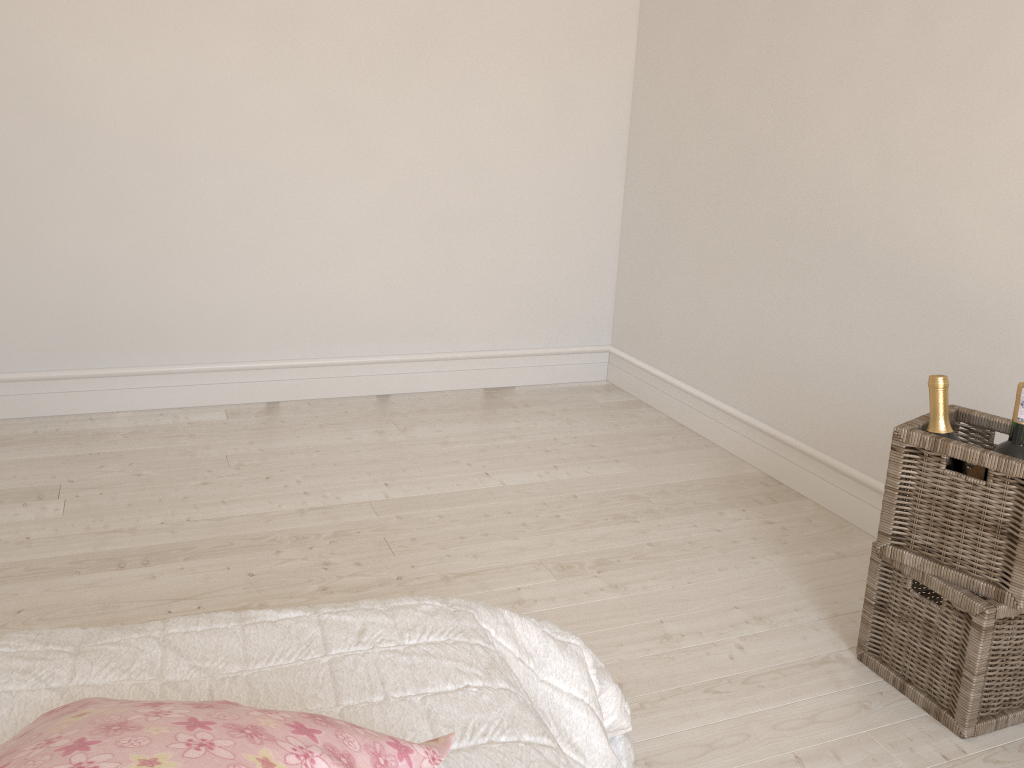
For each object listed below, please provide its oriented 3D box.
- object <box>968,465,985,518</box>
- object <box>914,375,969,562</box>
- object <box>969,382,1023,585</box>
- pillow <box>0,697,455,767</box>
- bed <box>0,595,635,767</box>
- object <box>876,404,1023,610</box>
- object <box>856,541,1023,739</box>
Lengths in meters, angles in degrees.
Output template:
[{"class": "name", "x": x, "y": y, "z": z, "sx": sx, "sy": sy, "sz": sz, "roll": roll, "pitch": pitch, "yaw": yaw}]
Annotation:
[{"class": "object", "x": 0.991, "y": 0.179, "z": 1.766, "sx": 0.286, "sy": 0.326, "sz": 0.096, "roll": 10, "pitch": 13, "yaw": 26}, {"class": "object", "x": 0.854, "y": 0.166, "z": 1.731, "sx": 0.095, "sy": 0.354, "sz": 0.129, "roll": -7, "pitch": 16, "yaw": -42}, {"class": "object", "x": 0.933, "y": 0.182, "z": 1.647, "sx": 0.095, "sy": 0.370, "sz": 0.097, "roll": 2, "pitch": 12, "yaw": -7}, {"class": "pillow", "x": -0.252, "y": 0.317, "z": 0.578, "sx": 0.353, "sy": 0.198, "sz": 0.402, "roll": 6, "pitch": 15, "yaw": 8}, {"class": "bed", "x": -0.552, "y": 0.644, "z": 0.304, "sx": 2.213, "sy": 0.619, "sz": 1.994, "roll": -3, "pitch": 17, "yaw": -23}, {"class": "object", "x": 0.933, "y": 0.226, "z": 1.750, "sx": 0.278, "sy": 0.265, "sz": 0.280, "roll": -9, "pitch": 19, "yaw": -41}, {"class": "object", "x": 0.919, "y": 0.487, "z": 1.789, "sx": 0.276, "sy": 0.265, "sz": 0.281, "roll": -2, "pitch": 15, "yaw": -23}]
